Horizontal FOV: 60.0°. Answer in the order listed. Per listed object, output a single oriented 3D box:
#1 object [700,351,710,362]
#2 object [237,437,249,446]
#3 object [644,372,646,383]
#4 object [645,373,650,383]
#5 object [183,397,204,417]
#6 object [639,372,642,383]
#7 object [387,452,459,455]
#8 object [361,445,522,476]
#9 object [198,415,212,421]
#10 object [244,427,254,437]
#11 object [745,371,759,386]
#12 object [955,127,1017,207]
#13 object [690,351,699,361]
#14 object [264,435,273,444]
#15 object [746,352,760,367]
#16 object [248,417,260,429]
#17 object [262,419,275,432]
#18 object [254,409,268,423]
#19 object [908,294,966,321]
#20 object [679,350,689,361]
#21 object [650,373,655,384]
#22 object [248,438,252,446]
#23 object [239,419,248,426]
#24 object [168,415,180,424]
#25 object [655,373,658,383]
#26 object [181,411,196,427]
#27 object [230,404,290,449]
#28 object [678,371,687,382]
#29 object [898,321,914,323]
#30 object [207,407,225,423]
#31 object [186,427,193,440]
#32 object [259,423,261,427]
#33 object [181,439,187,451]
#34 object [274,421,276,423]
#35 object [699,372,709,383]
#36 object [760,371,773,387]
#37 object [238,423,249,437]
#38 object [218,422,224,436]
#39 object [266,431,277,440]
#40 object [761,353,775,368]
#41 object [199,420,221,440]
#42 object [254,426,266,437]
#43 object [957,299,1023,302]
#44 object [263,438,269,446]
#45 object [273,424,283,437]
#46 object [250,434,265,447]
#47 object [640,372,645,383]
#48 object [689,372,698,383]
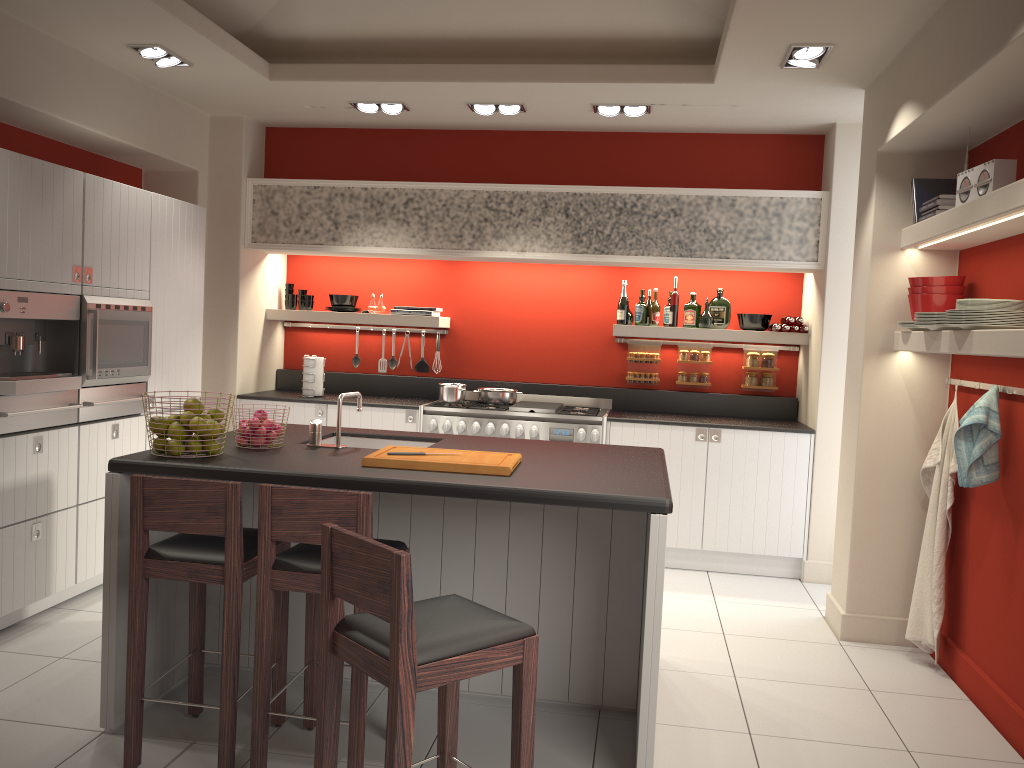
[{"bbox_3d":[1.442,-0.202,6.615,0.068,0.088,0.068,4,4,29],"label":"object"},{"bbox_3d":[-1.126,0.237,3.710,0.050,0.049,0.049,1,4,-25],"label":"object"},{"bbox_3d":[1.009,-0.049,6.703,0.034,0.078,0.034,4,4,29],"label":"object"},{"bbox_3d":[1.019,-0.046,6.663,0.034,0.078,0.034,4,4,29],"label":"object"},{"bbox_3d":[-1.241,0.090,3.458,0.078,0.080,0.078,3,3,8],"label":"object"},{"bbox_3d":[0.969,-0.051,6.709,0.034,0.078,0.034,4,4,29],"label":"object"},{"bbox_3d":[-0.343,0.273,3.486,0.302,0.010,0.035,1,4,-21],"label":"object"},{"bbox_3d":[-0.264,0.298,3.498,0.570,0.033,0.373,3,3,7],"label":"object"},{"bbox_3d":[-1.201,0.143,3.463,0.056,0.054,0.057,1,3,-20],"label":"object"},{"bbox_3d":[-1.089,0.199,3.675,0.041,0.041,0.040,-1,5,-45],"label":"object"},{"bbox_3d":[1.777,-0.039,6.569,0.093,0.120,0.094,4,4,29],"label":"object"},{"bbox_3d":[2.003,-0.936,3.751,0.097,0.369,0.342,3,3,3],"label":"object"},{"bbox_3d":[1.365,-0.207,6.627,0.068,0.088,0.068,4,4,29],"label":"object"},{"bbox_3d":[-1.050,0.234,3.817,0.050,0.049,0.049,1,4,-25],"label":"object"},{"bbox_3d":[1.784,-0.175,6.561,0.093,0.120,0.094,4,4,29],"label":"object"},{"bbox_3d":[-1.068,0.162,3.667,0.048,0.046,0.048,0,4,-36],"label":"object"},{"bbox_3d":[-1.022,0.174,3.717,0.051,0.055,0.056,4,4,23],"label":"object"},{"bbox_3d":[-1.056,0.134,3.728,0.056,0.058,0.056,0,4,-36],"label":"object"},{"bbox_3d":[2.102,-0.366,4.405,0.260,0.146,0.260,3,3,12],"label":"object"},{"bbox_3d":[1.287,-0.211,6.638,0.068,0.088,0.068,4,4,29],"label":"object"},{"bbox_3d":[1.058,-0.044,6.657,0.034,0.078,0.034,4,4,29],"label":"object"},{"bbox_3d":[-1.102,0.235,3.748,0.050,0.049,0.049,1,4,-25],"label":"object"},{"bbox_3d":[-1.130,0.173,3.750,0.049,0.049,0.048,4,3,16],"label":"object"},{"bbox_3d":[-1.310,0.147,3.448,0.057,0.061,0.062,4,4,23],"label":"object"},{"bbox_3d":[1.086,-0.045,6.692,0.034,0.078,0.034,4,4,29],"label":"object"},{"bbox_3d":[-1.243,0.135,3.403,0.057,0.061,0.062,4,4,23],"label":"object"},{"bbox_3d":[-1.065,0.179,3.749,0.248,0.168,0.248,2,3,-4],"label":"object"},{"bbox_3d":[1.280,-0.051,6.647,0.068,0.088,0.068,4,4,29],"label":"object"},{"bbox_3d":[2.099,-0.294,4.409,0.339,0.020,0.339,3,3,11],"label":"object"},{"bbox_3d":[-1.172,0.124,3.510,0.067,0.064,0.067,3,3,9],"label":"object"},{"bbox_3d":[-1.294,0.194,3.504,0.064,0.060,0.064,3,3,3],"label":"object"},{"bbox_3d":[-1.078,0.196,3.784,0.055,0.056,0.055,4,3,18],"label":"object"},{"bbox_3d":[-1.282,0.239,3.458,0.055,0.054,0.053,3,3,12],"label":"object"},{"bbox_3d":[-1.044,0.180,3.821,0.056,0.050,0.055,0,5,-43],"label":"object"},{"bbox_3d":[1.434,-0.042,6.624,0.068,0.088,0.068,4,4,29],"label":"object"},{"bbox_3d":[1.883,-0.033,6.553,0.093,0.120,0.094,4,4,29],"label":"object"},{"bbox_3d":[-1.115,0.194,3.709,0.059,0.059,0.060,4,3,20],"label":"object"},{"bbox_3d":[-1.161,0.178,3.488,0.057,0.057,0.055,3,3,0],"label":"object"},{"bbox_3d":[-1.015,0.216,3.736,0.046,0.043,0.046,0,4,-42],"label":"object"},{"bbox_3d":[1.890,-0.170,6.546,0.093,0.120,0.094,4,4,29],"label":"object"},{"bbox_3d":[-1.169,0.179,3.429,0.082,0.082,0.082,1,4,-25],"label":"object"},{"bbox_3d":[-1.043,0.198,3.677,0.048,0.046,0.048,1,4,-32],"label":"object"},{"bbox_3d":[1.967,-0.335,3.646,0.255,0.015,0.255,2,3,-10],"label":"object"},{"bbox_3d":[-1.048,0.243,3.755,0.040,0.039,0.039,1,4,-33],"label":"object"},{"bbox_3d":[-1.006,0.199,3.793,0.055,0.056,0.055,4,3,18],"label":"object"},{"bbox_3d":[-1.063,0.234,3.705,0.062,0.057,0.061,3,3,8],"label":"object"},{"bbox_3d":[0.980,-0.048,6.669,0.034,0.078,0.034,4,4,29],"label":"object"},{"bbox_3d":[1.357,-0.047,6.635,0.068,0.088,0.068,4,4,29],"label":"object"}]
